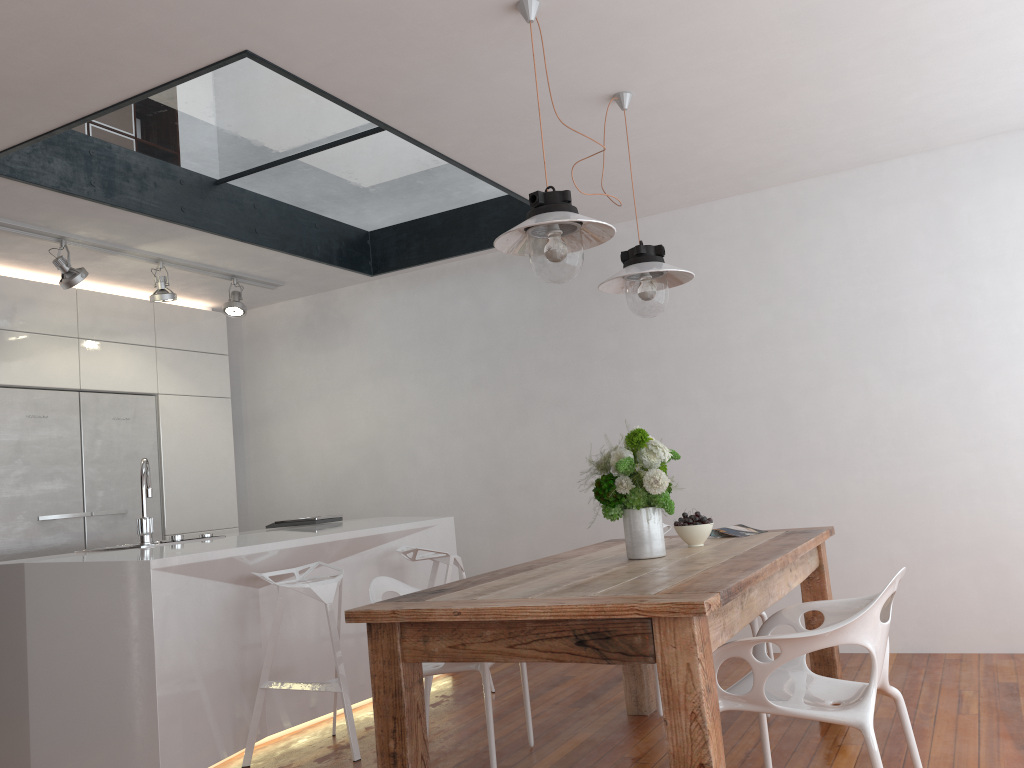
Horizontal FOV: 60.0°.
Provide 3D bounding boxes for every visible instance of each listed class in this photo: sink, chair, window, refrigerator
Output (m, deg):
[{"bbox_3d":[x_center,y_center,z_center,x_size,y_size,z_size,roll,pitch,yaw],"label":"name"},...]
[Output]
[{"bbox_3d":[-1.691,0.636,4.156,0.459,0.570,0.492,-9,-7,27],"label":"sink"},{"bbox_3d":[-0.810,1.139,3.669,0.428,0.765,0.492,-10,-8,37],"label":"chair"},{"bbox_3d":[0.828,0.858,2.370,0.505,0.710,0.577,-10,-8,32],"label":"chair"},{"bbox_3d":[-0.935,-1.196,4.477,1.546,0.035,2.700,-9,-7,27],"label":"window"},{"bbox_3d":[-2.492,0.938,5.175,0.142,1.811,1.119,-9,-7,27],"label":"refrigerator"},{"bbox_3d":[-0.328,1.181,4.434,0.428,0.765,0.492,-3,-7,-18],"label":"chair"},{"bbox_3d":[-0.252,1.075,3.357,0.505,0.710,0.577,-7,-7,17],"label":"chair"},{"bbox_3d":[0.884,1.027,3.889,0.577,0.710,0.505,-8,-7,22],"label":"chair"}]

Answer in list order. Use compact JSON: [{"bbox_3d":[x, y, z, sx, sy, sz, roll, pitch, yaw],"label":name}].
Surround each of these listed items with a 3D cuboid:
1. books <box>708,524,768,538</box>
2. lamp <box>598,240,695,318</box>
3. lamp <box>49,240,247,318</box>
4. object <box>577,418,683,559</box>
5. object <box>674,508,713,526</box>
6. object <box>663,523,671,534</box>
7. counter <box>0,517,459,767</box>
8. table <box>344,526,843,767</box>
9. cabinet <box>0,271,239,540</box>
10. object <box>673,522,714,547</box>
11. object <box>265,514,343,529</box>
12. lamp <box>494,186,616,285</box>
[{"bbox_3d":[0.870,0.599,3.611,0.267,0.035,0.218,-11,-9,41],"label":"books"},{"bbox_3d":[0.516,-0.406,3.428,0.372,0.306,0.372,-4,-7,-11],"label":"lamp"},{"bbox_3d":[-2.017,-0.576,5.038,0.154,0.254,1.324,-9,-7,27],"label":"lamp"},{"bbox_3d":[0.396,0.351,3.008,0.371,0.476,0.432,-3,-7,-21],"label":"object"},{"bbox_3d":[0.665,0.504,3.257,0.141,0.095,0.159,-7,-7,13],"label":"object"},{"bbox_3d":[0.617,0.619,3.767,0.082,0.078,0.127,-10,-8,32],"label":"object"},{"bbox_3d":[-1.251,1.183,4.298,0.956,0.903,2.289,-9,-7,27],"label":"counter"},{"bbox_3d":[0.464,0.946,2.908,0.969,0.735,1.910,-9,-7,27],"label":"table"},{"bbox_3d":[-2.925,0.662,5.421,0.946,2.506,2.404,-9,-7,27],"label":"cabinet"},{"bbox_3d":[0.670,0.554,3.251,0.146,0.079,0.146,-10,-8,35],"label":"object"},{"bbox_3d":[-1.173,0.778,5.023,0.325,0.036,0.298,-7,-7,17],"label":"object"},{"bbox_3d":[0.128,-0.454,2.693,0.372,0.306,0.372,-8,-7,21],"label":"lamp"}]
